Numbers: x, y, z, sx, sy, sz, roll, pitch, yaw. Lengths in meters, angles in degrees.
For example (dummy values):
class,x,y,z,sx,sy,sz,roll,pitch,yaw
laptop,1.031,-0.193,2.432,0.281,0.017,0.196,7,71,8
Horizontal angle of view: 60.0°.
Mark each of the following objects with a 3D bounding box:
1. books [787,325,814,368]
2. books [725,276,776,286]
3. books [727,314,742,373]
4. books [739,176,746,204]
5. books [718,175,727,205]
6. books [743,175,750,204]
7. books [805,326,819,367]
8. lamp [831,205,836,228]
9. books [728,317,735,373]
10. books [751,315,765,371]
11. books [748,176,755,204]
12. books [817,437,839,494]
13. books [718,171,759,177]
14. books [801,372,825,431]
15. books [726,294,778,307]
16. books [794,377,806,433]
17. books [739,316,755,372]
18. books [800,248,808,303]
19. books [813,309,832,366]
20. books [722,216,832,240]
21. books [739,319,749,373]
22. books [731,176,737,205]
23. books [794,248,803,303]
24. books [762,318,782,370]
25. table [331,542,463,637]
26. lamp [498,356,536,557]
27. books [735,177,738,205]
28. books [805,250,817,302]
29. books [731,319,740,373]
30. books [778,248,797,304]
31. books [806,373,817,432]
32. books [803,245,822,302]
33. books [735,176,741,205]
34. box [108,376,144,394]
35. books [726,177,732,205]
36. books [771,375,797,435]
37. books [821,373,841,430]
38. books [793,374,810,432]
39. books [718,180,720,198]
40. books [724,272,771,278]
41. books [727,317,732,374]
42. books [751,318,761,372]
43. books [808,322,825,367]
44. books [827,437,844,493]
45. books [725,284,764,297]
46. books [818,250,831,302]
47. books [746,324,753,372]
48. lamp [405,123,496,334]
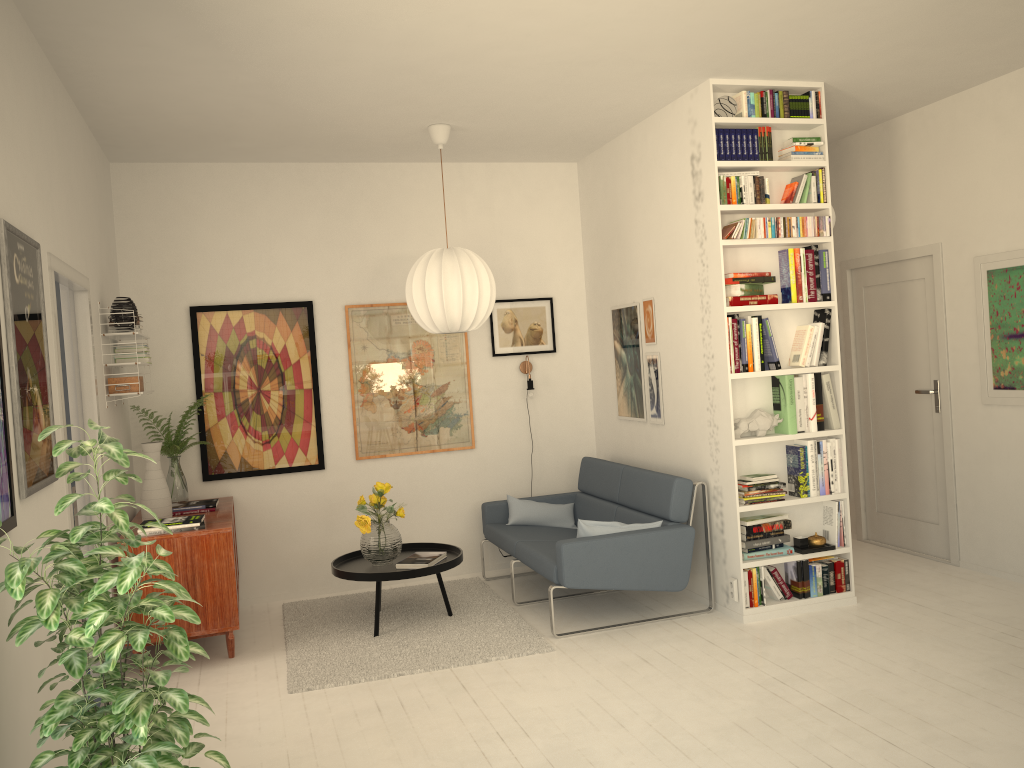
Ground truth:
class,x,y,z,sx,sy,sz,roll,pitch,yaw
books,1.607,-0.209,4.949,0.115,0.232,0.133,-4,1,-17
books,1.258,-0.560,4.883,0.314,0.035,0.205,-4,2,-17
books,1.195,-0.219,4.845,0.021,0.317,0.179,-4,1,-17
books,1.210,-1.037,4.840,0.012,0.155,0.208,-4,2,-17
books,1.100,-1.030,4.809,0.034,0.162,0.197,-4,2,-17
books,1.225,-1.041,4.862,0.028,0.159,0.222,-4,2,-17
books,1.639,-0.209,4.966,0.105,0.225,0.138,-4,1,-17
lamp,1.955,-1.324,5.802,0.275,0.767,0.275,-4,1,-23
books,1.145,-0.207,4.837,0.015,0.301,0.207,-4,1,-17
books,1.327,-0.222,4.872,0.033,0.306,0.150,-4,1,-17
books,1.257,-1.041,4.864,0.035,0.158,0.199,-4,2,-17
books,1.769,0.457,5.006,0.037,0.308,0.161,-4,1,-17
books,1.193,-1.128,4.850,0.255,0.022,0.189,-4,2,-7
books,1.666,0.097,4.994,0.056,0.327,0.202,-4,1,-17
books,1.272,-0.450,4.865,0.301,0.056,0.202,-4,2,-17
books,1.548,0.118,4.958,0.065,0.311,0.199,-4,1,-17
books,1.264,-0.215,4.875,0.020,0.304,0.193,-4,1,-17
books,1.583,-0.598,4.972,0.029,0.301,0.185,-4,1,-17
books,1.723,-0.261,5.008,0.092,0.319,0.179,-4,1,-17
books,1.398,-0.845,4.915,0.664,0.110,0.278,-4,2,-17
books,1.220,-0.206,4.851,0.030,0.289,0.200,-4,1,-17
books,1.157,-1.032,4.824,0.023,0.152,0.199,-4,2,-17
books,1.551,-0.596,4.968,0.039,0.302,0.199,-4,1,-17
books,1.385,-0.219,4.902,0.093,0.288,0.200,-4,1,-17
table,-0.654,1.199,5.172,0.761,0.386,0.761,-4,2,-1
lamp,0.032,0.512,6.294,0.360,1.416,0.112,-4,1,-17
books,1.169,-1.033,4.843,0.013,0.149,0.208,-4,2,-17
books,1.627,-0.596,4.979,0.059,0.291,0.182,-4,1,-17
books,1.171,-0.204,4.837,0.032,0.291,0.203,-4,1,-17
books,1.515,-0.596,4.963,0.032,0.300,0.200,-4,1,-17
books,1.619,0.103,4.984,0.037,0.324,0.240,-4,1,-17
books,1.670,-0.612,4.993,0.039,0.317,0.161,-4,1,-17
books,1.188,-1.037,4.850,0.024,0.155,0.188,-4,2,-17
box,-2.108,0.005,4.846,0.152,0.084,0.266,-4,2,-17
books,1.129,-1.028,4.821,0.030,0.149,0.202,-4,2,-17
books,1.491,0.112,4.936,0.056,0.328,0.228,-4,1,-17
books,1.739,0.097,5.023,0.099,0.316,0.229,-4,1,-17
books,1.584,0.106,4.988,0.023,0.321,0.235,-4,1,-17
books,1.066,-1.027,4.824,0.019,0.156,0.205,-4,2,-17
books,1.250,-0.588,4.873,0.266,0.026,0.203,-5,2,-28
books,1.126,-0.206,4.837,0.021,0.301,0.222,-4,1,-17
books,1.293,-0.213,4.869,0.032,0.291,0.189,-4,1,-17
books,1.673,-0.219,5.001,0.092,0.244,0.196,-4,1,-17
books,1.795,0.456,5.046,0.039,0.303,0.229,-4,1,-17
books,1.263,-0.508,4.872,0.128,0.064,0.268,-2,2,43
books,1.717,-0.602,5.005,0.054,0.289,0.179,-4,1,-17
books,1.249,-0.193,4.853,0.024,0.260,0.199,-4,1,-17
lamp,-0.391,-0.916,5.271,0.536,1.229,0.536,-4,1,17
